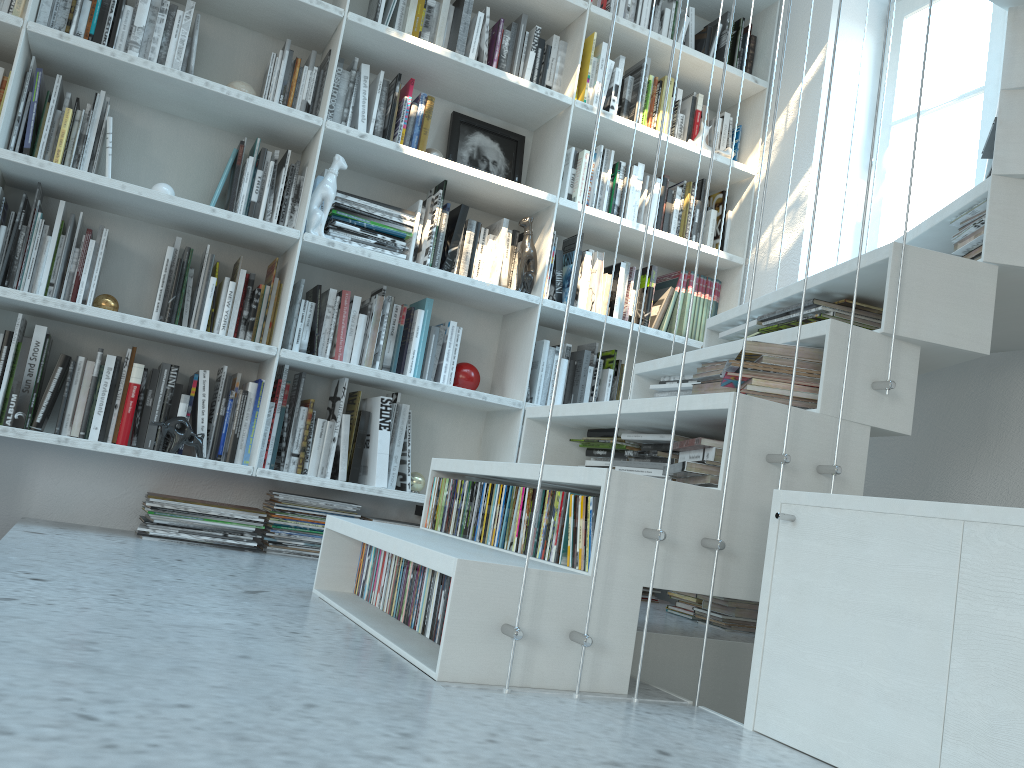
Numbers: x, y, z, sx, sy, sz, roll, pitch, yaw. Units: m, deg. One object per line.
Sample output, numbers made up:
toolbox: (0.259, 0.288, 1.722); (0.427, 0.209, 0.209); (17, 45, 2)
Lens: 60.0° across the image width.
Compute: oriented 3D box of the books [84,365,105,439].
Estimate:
books: (-1.253, 0.057, 2.661); (0.012, 0.221, 0.153); (13, -8, -24)

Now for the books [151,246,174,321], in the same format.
books: (-1.089, -0.293, 2.752); (0.019, 0.251, 0.130); (13, -8, -24)

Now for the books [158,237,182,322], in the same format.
books: (-1.076, -0.308, 2.773); (0.016, 0.289, 0.131); (13, -8, -24)

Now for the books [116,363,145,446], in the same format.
books: (-1.159, 0.065, 2.686); (0.031, 0.243, 0.184); (13, -8, -24)

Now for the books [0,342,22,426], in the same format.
books: (-1.448, 0.003, 2.573); (0.015, 0.240, 0.152); (13, -8, -24)

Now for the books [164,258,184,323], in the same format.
books: (-1.056, -0.270, 2.750); (0.016, 0.215, 0.178); (13, -8, -24)

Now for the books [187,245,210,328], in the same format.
books: (-0.995, -0.288, 2.801); (0.007, 0.284, 0.159); (13, -8, -24)

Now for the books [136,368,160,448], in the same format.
books: (-1.123, 0.077, 2.725); (0.021, 0.242, 0.131); (13, -8, -24)

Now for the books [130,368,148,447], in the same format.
books: (-1.141, 0.074, 2.710); (0.025, 0.237, 0.156); (13, -8, -24)

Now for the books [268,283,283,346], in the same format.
books: (-0.786, -0.209, 2.896); (0.009, 0.223, 0.146); (13, -8, -24)

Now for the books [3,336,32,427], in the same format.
books: (-1.419, -0.002, 2.560); (0.023, 0.256, 0.178); (13, -8, -24)

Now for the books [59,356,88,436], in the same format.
books: (-1.305, 0.039, 2.639); (0.029, 0.234, 0.142); (13, -8, -24)

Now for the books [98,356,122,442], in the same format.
books: (-1.222, 0.047, 2.694); (0.016, 0.260, 0.098); (13, -8, -24)

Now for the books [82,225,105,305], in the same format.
books: (-1.262, -0.337, 2.669); (0.014, 0.261, 0.142); (13, -8, -24)

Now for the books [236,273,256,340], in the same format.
books: (-0.865, -0.232, 2.853); (0.021, 0.231, 0.155); (13, -8, -24)

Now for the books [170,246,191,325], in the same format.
books: (-1.045, -0.289, 2.771); (0.015, 0.262, 0.149); (13, -8, -24)

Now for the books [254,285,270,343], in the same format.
books: (-0.820, -0.209, 2.864); (0.013, 0.203, 0.158); (13, -8, -24)

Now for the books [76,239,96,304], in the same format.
books: (-1.277, -0.314, 2.656); (0.014, 0.207, 0.180); (13, -8, -24)

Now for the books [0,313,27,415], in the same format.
books: (-1.442, -0.038, 2.550); (0.010, 0.316, 0.187); (13, -8, -24)

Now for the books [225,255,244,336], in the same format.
books: (-0.899, -0.263, 2.826); (0.006, 0.274, 0.173); (13, -8, -24)

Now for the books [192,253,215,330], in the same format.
books: (-0.975, -0.270, 2.780); (0.018, 0.250, 0.184); (13, -8, -24)

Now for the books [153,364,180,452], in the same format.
books: (-1.074, 0.076, 2.738); (0.026, 0.262, 0.169); (13, -8, -24)

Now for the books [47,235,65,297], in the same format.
books: (-1.351, -0.328, 2.632); (0.013, 0.203, 0.167); (13, -8, -24)

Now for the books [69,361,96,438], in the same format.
books: (-1.280, 0.047, 2.646); (0.024, 0.228, 0.159); (13, -8, -24)

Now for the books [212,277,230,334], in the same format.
books: (-0.931, -0.230, 2.810); (0.015, 0.194, 0.175); (13, -8, -24)

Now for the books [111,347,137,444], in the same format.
books: (-1.173, 0.036, 2.678); (0.012, 0.292, 0.175); (13, -8, -24)

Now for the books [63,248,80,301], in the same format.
books: (-1.317, -0.307, 2.650); (0.013, 0.179, 0.140); (13, -8, -24)

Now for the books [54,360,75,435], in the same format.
books: (-1.320, 0.043, 2.621); (0.011, 0.217, 0.175); (13, -8, -24)

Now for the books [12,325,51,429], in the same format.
books: (-1.392, -0.015, 2.572); (0.030, 0.294, 0.188); (13, -8, -24)

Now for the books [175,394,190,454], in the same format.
books: (-1.036, 0.125, 2.748); (0.025, 0.181, 0.169); (13, -8, -24)

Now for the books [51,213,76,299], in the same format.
books: (-1.330, -0.357, 2.630); (0.012, 0.267, 0.183); (13, -8, -24)

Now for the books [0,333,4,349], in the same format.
books: (-1.486, -0.013, 2.549); (0.012, 0.253, 0.161); (13, -8, -24)

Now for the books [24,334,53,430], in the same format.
books: (-1.380, -0.002, 2.587); (0.010, 0.276, 0.174); (13, -8, -24)

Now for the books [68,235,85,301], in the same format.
books: (-1.305, -0.326, 2.658); (0.008, 0.222, 0.134); (13, -8, -24)

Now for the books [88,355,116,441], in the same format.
books: (-1.227, 0.045, 2.656); (0.025, 0.252, 0.181); (13, -8, -24)

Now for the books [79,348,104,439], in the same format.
books: (-1.259, 0.031, 2.654); (0.014, 0.267, 0.171); (13, -8, -24)

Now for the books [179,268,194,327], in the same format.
books: (-1.029, -0.255, 2.798); (0.031, 0.208, 0.122); (13, -8, -24)

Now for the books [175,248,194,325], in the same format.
books: (-1.034, -0.285, 2.775); (0.008, 0.258, 0.158); (13, -8, -24)

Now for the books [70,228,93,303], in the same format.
books: (-1.289, -0.332, 2.655); (0.015, 0.238, 0.176); (13, -8, -24)

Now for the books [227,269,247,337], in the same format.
books: (-0.891, -0.239, 2.827); (0.018, 0.229, 0.182); (13, -8, -24)

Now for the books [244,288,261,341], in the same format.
books: (-0.841, -0.205, 2.834); (0.016, 0.180, 0.189); (13, -8, -24)

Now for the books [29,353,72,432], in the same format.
books: (-1.352, 0.028, 2.605); (0.065, 0.231, 0.162); (13, -8, -24)

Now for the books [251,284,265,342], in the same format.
books: (-0.837, -0.212, 2.867); (0.016, 0.205, 0.141); (13, -8, -24)

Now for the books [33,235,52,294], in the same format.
books: (-1.375, -0.327, 2.603); (0.013, 0.186, 0.184); (13, -8, -24)

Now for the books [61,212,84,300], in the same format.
books: (-1.317, -0.361, 2.654); (0.006, 0.284, 0.159); (13, -8, -24)

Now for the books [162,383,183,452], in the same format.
books: (-1.057, 0.106, 2.746); (0.022, 0.210, 0.135); (13, -8, -24)

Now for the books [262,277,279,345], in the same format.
books: (-0.805, -0.221, 2.893); (0.019, 0.240, 0.134); (13, -8, -24)

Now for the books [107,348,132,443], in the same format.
books: (-1.194, 0.039, 2.692); (0.012, 0.284, 0.159); (13, -8, -24)

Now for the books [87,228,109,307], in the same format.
books: (-1.251, -0.330, 2.675); (0.013, 0.251, 0.173); (13, -8, -24)

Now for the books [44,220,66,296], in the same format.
books: (-1.357, -0.351, 2.632); (0.007, 0.246, 0.153); (13, -8, -24)

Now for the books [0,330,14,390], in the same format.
books: (-1.461, -0.015, 2.539); (0.023, 0.262, 0.186); (13, -8, -24)

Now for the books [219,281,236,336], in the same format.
books: (-0.915, -0.221, 2.812); (0.019, 0.182, 0.190); (13, -8, -24)

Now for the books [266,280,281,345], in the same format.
books: (-0.796, -0.216, 2.902); (0.007, 0.235, 0.131); (13, -8, -24)

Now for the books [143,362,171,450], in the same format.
books: (-1.094, 0.071, 2.721); (0.026, 0.262, 0.173); (13, -8, -24)

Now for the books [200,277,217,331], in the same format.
books: (-0.964, -0.233, 2.783); (0.018, 0.182, 0.182); (13, -8, -24)

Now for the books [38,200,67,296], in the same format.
books: (-1.354, -0.378, 2.614); (0.014, 0.296, 0.175); (13, -8, -24)

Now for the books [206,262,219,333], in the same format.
books: (-0.956, -0.258, 2.822); (0.030, 0.244, 0.135); (13, -8, -24)

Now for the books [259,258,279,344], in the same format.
books: (-0.800, -0.252, 2.867); (0.007, 0.295, 0.162); (13, -8, -24)
